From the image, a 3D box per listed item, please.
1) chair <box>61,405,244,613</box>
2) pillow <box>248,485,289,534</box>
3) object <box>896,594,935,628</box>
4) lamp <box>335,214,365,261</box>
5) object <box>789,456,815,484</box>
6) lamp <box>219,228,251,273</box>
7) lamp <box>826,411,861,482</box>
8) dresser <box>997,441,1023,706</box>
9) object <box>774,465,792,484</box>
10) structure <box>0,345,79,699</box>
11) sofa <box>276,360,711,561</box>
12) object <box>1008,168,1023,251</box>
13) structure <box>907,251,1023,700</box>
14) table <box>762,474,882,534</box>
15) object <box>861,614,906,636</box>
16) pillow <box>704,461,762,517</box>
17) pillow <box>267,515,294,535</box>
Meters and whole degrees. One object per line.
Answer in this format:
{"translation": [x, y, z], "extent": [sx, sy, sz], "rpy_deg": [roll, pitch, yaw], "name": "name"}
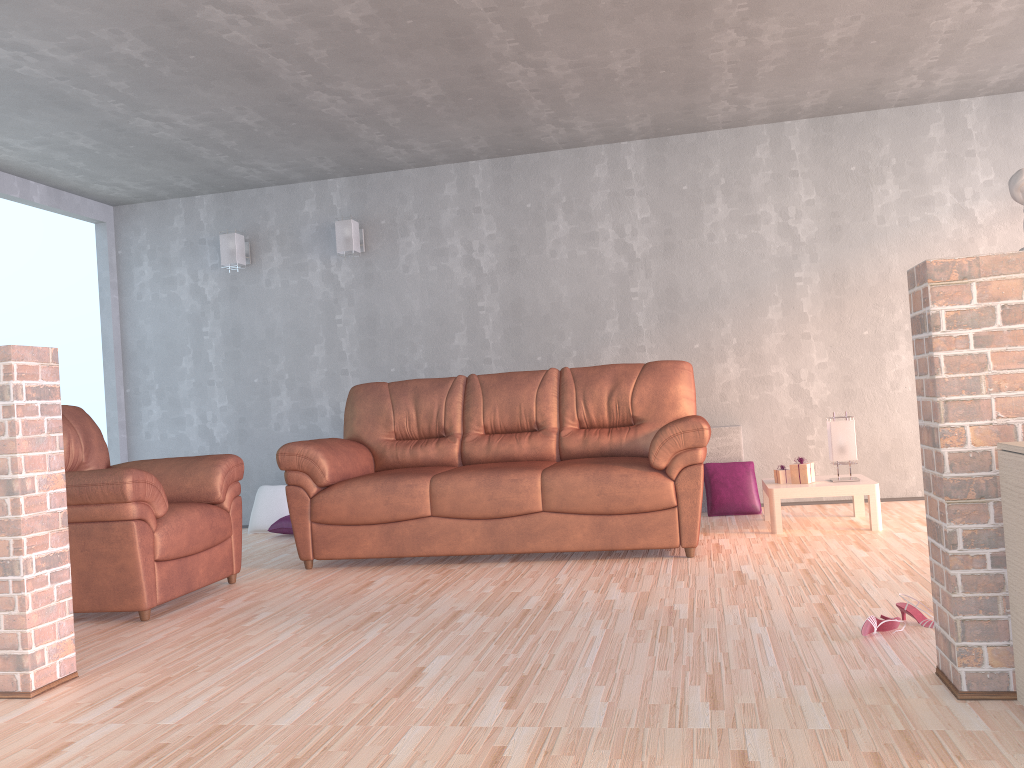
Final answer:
{"translation": [-1.849, 0.510, 4.026], "extent": [0.936, 0.879, 0.970], "rpy_deg": [-4, -1, 11], "name": "chair"}
{"translation": [-1.658, 0.873, 6.171], "extent": [0.327, 0.326, 0.241], "rpy_deg": [-4, -1, 16], "name": "pillow"}
{"translation": [1.291, 0.713, 2.780], "extent": [0.069, 0.085, 0.188], "rpy_deg": [-3, -2, -39], "name": "object"}
{"translation": [-1.145, -1.025, 6.236], "extent": [0.165, 0.319, 0.177], "rpy_deg": [-4, -1, 12], "name": "lamp"}
{"translation": [1.572, 0.464, 4.803], "extent": [0.099, 0.147, 0.102], "rpy_deg": [-5, -2, 40], "name": "object"}
{"translation": [-2.009, -0.963, 6.412], "extent": [0.165, 0.319, 0.168], "rpy_deg": [-4, -1, 12], "name": "lamp"}
{"translation": [1.785, 0.338, 4.793], "extent": [0.140, 0.376, 0.140], "rpy_deg": [-4, -1, 12], "name": "lamp"}
{"translation": [1.902, 0.379, 1.576], "extent": [1.686, 0.612, 0.605], "rpy_deg": [-4, -1, 12], "name": "dresser"}
{"translation": [1.521, 0.493, 4.887], "extent": [0.152, 0.105, 0.080], "rpy_deg": [-3, -1, -20], "name": "object"}
{"translation": [-2.137, 0.460, 2.893], "extent": [1.422, 1.057, 0.211], "rpy_deg": [-4, -1, 12], "name": "structure"}
{"translation": [-0.050, 0.380, 4.783], "extent": [2.202, 0.923, 0.981], "rpy_deg": [-4, -1, 12], "name": "sofa"}
{"translation": [1.340, -0.431, 2.168], "extent": [0.216, 0.218, 0.131], "rpy_deg": [-4, -1, 11], "name": "object"}
{"translation": [1.743, 0.177, 2.084], "extent": [1.422, 1.057, 0.211], "rpy_deg": [-4, -1, 12], "name": "structure"}
{"translation": [1.676, 0.652, 4.853], "extent": [0.548, 0.241, 0.548], "rpy_deg": [-4, -1, 12], "name": "table"}
{"translation": [1.128, 0.732, 2.701], "extent": [0.192, 0.066, 0.078], "rpy_deg": [-3, -2, -42], "name": "object"}
{"translation": [1.362, 0.652, 5.514], "extent": [0.327, 0.326, 0.241], "rpy_deg": [-4, -1, 6], "name": "pillow"}
{"translation": [-1.393, 0.932, 5.959], "extent": [0.392, 0.130, 0.365], "rpy_deg": [-5, -1, 32], "name": "pillow"}
